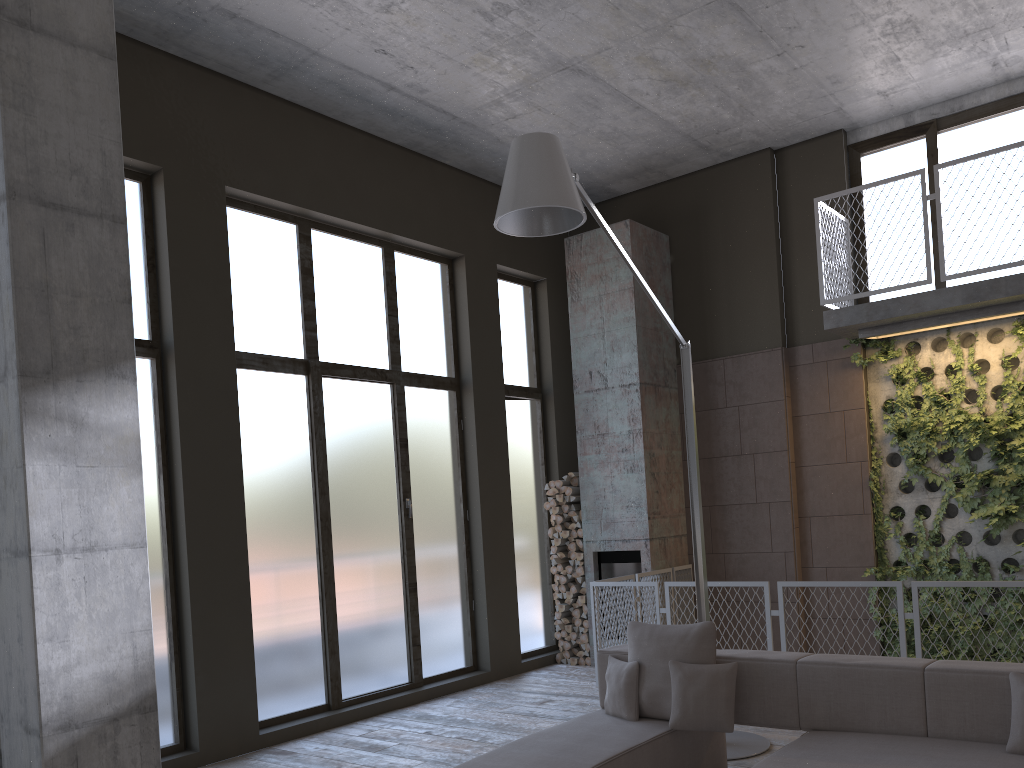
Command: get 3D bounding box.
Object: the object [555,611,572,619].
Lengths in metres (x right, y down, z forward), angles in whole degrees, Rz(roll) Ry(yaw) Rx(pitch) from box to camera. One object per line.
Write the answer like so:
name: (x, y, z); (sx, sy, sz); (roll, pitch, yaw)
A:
object: (0.648, 2.522, 9.670); (0.091, 0.089, 0.456); (-7, -9, 40)

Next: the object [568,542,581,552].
object: (0.730, 1.752, 9.502); (0.099, 0.106, 0.294); (-7, -8, 37)

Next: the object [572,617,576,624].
object: (0.800, 2.564, 9.616); (0.102, 0.086, 0.363); (-8, -9, 39)

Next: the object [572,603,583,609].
object: (0.785, 2.393, 9.530); (0.089, 0.056, 0.333); (-8, -10, 39)

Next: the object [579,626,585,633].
object: (0.880, 2.637, 9.514); (0.068, 0.067, 0.423); (-7, -9, 39)

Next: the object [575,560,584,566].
object: (0.835, 1.924, 9.514); (0.068, 0.067, 0.423); (-7, -9, 39)

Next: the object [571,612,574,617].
object: (0.772, 2.517, 9.679); (0.104, 0.101, 0.292); (-7, -8, 39)

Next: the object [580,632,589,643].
object: (0.851, 2.702, 9.404); (0.101, 0.102, 0.293); (-7, -8, 37)

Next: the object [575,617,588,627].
object: (0.845, 2.566, 9.547); (0.093, 0.093, 0.438); (-7, -8, 39)

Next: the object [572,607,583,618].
object: (0.774, 2.465, 9.503); (0.099, 0.106, 0.294); (-7, -8, 37)

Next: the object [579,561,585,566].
object: (0.807, 1.914, 9.399); (0.063, 0.047, 0.251); (-8, -9, 37)

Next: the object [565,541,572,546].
object: (0.711, 1.730, 9.588); (0.065, 0.074, 0.360); (-7, -8, 40)

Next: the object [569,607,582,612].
object: (0.756, 2.442, 9.588); (0.065, 0.074, 0.360); (-7, -8, 40)

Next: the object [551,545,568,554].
object: (0.603, 1.809, 9.670); (0.091, 0.089, 0.456); (-7, -9, 40)

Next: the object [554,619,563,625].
object: (0.616, 2.616, 9.703); (0.123, 0.067, 0.364); (-9, -10, 37)

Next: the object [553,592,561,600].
object: (0.613, 2.327, 9.738); (0.080, 0.106, 0.437); (-6, -8, 38)

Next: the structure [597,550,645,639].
structure: (1.171, 2.187, 9.109); (0.580, 0.923, 0.056); (-6, -1, 39)

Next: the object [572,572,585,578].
object: (0.802, 2.055, 9.527); (0.123, 0.067, 0.364); (-9, -10, 39)

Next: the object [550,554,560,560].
object: (0.571, 1.904, 9.703); (0.123, 0.067, 0.364); (-9, -10, 37)

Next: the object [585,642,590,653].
object: (0.919, 2.808, 9.445); (0.064, 0.124, 0.364); (-5, -7, 40)

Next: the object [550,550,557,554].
object: (0.576, 1.839, 9.730); (0.068, 0.071, 0.423); (-7, -9, 39)

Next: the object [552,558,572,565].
object: (0.587, 1.928, 9.599); (0.072, 0.072, 0.423); (-7, -9, 39)

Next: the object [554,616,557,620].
object: (0.621, 2.551, 9.730); (0.068, 0.071, 0.423); (-7, -9, 39)

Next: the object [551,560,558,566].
object: (0.595, 1.975, 9.703); (0.067, 0.084, 0.425); (-6, -8, 41)

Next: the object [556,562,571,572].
object: (0.661, 2.005, 9.678); (0.091, 0.089, 0.456); (-7, -9, 39)

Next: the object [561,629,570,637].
object: (0.706, 2.718, 9.678); (0.091, 0.089, 0.456); (-7, -9, 39)

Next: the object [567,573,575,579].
object: (0.726, 2.083, 9.594); (0.065, 0.074, 0.360); (-6, -8, 36)

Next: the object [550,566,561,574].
object: (0.593, 2.047, 9.729); (0.092, 0.091, 0.438); (-7, -9, 39)

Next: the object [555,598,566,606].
object: (0.616, 2.430, 9.755); (0.070, 0.117, 0.365); (-5, -7, 38)

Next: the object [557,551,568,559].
object: (0.670, 1.877, 9.671); (0.116, 0.079, 0.436); (-8, -9, 39)

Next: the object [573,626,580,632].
object: (0.817, 2.650, 9.565); (0.068, 0.067, 0.423); (-7, -9, 39)

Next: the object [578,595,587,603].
object: (0.893, 2.303, 9.485); (0.094, 0.083, 0.480); (-7, -9, 39)

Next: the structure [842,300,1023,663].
structure: (4.269, 0.974, 7.493); (2.646, 3.803, 1.002); (-6, -2, 38)

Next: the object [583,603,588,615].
object: (0.894, 2.408, 9.445); (0.064, 0.124, 0.364); (-5, -7, 40)

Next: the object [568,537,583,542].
object: (0.740, 1.680, 9.530); (0.089, 0.056, 0.333); (-8, -10, 39)

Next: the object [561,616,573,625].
object: (0.715, 2.590, 9.671); (0.116, 0.079, 0.436); (-8, -9, 39)

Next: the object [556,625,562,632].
object: (0.639, 2.688, 9.703); (0.067, 0.084, 0.425); (-6, -8, 41)

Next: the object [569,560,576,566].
object: (0.772, 1.938, 9.565); (0.068, 0.067, 0.423); (-7, -9, 39)

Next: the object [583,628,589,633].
object: (0.852, 2.627, 9.399); (0.063, 0.047, 0.251); (-8, -9, 37)

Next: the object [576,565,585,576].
object: (0.806, 1.990, 9.404); (0.101, 0.102, 0.293); (-7, -8, 37)

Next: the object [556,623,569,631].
object: (0.632, 2.640, 9.600); (0.072, 0.072, 0.423); (-7, -9, 39)

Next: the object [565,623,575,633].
object: (0.756, 2.651, 9.611); (0.094, 0.083, 0.480); (-7, -9, 39)

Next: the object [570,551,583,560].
object: (0.800, 1.854, 9.546); (0.093, 0.093, 0.438); (-7, -8, 39)

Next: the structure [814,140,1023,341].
structure: (3.995, 0.235, 6.251); (3.711, 4.293, 3.034); (-6, -4, 38)

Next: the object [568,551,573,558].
object: (0.755, 1.851, 9.615); (0.102, 0.086, 0.363); (-8, -9, 39)

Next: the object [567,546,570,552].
object: (0.727, 1.805, 9.678); (0.104, 0.101, 0.292); (-7, -8, 39)

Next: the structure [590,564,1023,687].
structure: (3.045, 1.995, 7.199); (4.466, 0.928, 1.929); (-10, -9, 38)

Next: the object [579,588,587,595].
object: (0.897, 2.226, 9.508); (0.116, 0.079, 0.436); (-8, -9, 37)

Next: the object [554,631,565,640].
object: (0.638, 2.759, 9.729); (0.092, 0.091, 0.438); (-7, -9, 39)
